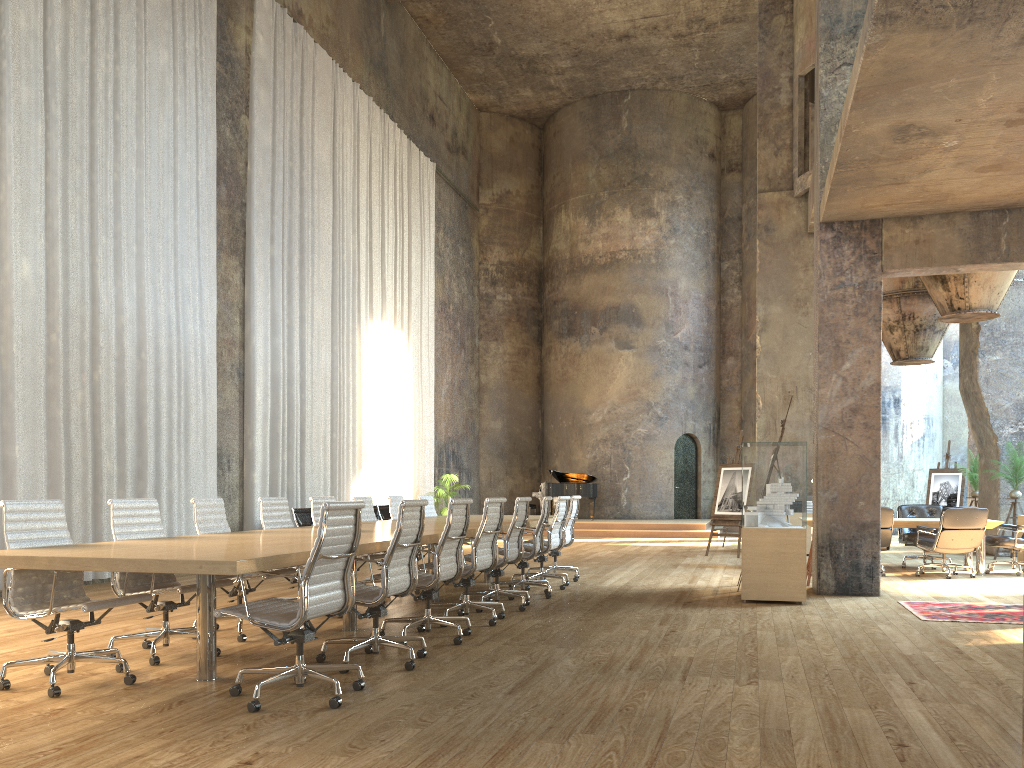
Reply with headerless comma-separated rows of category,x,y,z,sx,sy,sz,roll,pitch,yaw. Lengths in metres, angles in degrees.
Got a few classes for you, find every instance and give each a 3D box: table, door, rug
table,-0.989,1.652,7.859,1.601,0.756,7.751,-1,-7,15
table,5.166,2.179,11.890,2.411,0.699,1.109,-2,-5,15
door,4.607,2.469,23.498,0.903,2.293,0.091,0,1,-27
rug,4.766,2.000,7.612,2.463,0.009,1.352,-2,-7,15

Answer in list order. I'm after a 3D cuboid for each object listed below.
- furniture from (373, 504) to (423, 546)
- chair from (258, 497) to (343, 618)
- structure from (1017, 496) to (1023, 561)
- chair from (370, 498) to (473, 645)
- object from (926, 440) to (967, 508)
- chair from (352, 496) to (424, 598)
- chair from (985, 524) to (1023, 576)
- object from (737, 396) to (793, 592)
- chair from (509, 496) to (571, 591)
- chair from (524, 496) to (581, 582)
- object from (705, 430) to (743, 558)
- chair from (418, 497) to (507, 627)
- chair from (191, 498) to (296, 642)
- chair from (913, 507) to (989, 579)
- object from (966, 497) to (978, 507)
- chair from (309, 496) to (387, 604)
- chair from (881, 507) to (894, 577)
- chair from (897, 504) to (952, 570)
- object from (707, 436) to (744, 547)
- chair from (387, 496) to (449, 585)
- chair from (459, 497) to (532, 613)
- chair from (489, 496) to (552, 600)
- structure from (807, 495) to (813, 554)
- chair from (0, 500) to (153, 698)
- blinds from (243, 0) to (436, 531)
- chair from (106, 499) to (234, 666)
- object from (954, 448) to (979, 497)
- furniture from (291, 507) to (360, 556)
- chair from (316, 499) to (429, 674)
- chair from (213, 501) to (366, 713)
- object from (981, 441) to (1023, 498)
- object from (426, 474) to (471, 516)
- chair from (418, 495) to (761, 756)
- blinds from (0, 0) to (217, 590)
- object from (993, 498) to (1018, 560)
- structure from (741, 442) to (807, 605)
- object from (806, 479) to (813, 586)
furniture,-1.995,2.584,15.816,0.708,0.839,1.880,-1,-6,15
chair,-1.776,1.477,7.494,0.699,1.024,0.667,-1,-2,21
structure,7.899,2.141,12.831,0.735,1.013,0.745,0,-2,15
chair,-0.637,1.338,6.351,0.699,1.024,0.667,-1,-2,21
object,8.634,2.172,17.472,0.702,2.144,0.684,0,0,44
chair,-1.306,1.687,9.211,0.699,1.024,0.667,-1,-2,21
chair,6.602,2.038,11.492,0.821,0.891,0.732,0,-2,10
object,2.807,1.203,9.588,0.684,2.144,0.702,0,0,14
chair,0.304,1.759,9.795,0.699,1.024,0.667,-1,-2,24
chair,0.498,1.863,10.638,0.699,1.024,0.667,-1,-2,21
object,3.703,1.818,14.610,0.684,2.144,0.702,0,0,-43
chair,-0.402,1.444,7.219,0.699,1.024,0.667,-1,-2,24
chair,-2.012,1.366,6.591,0.699,1.024,0.667,0,-2,15
chair,5.475,1.987,11.088,0.729,0.891,0.824,0,-3,-11
object,8.618,2.586,16.288,0.658,0.971,0.572,0,-1,9
chair,-1.541,1.581,8.343,0.699,1.024,0.667,-1,-2,24
chair,4.492,2.016,11.326,0.729,0.891,0.824,0,-3,9
chair,5.862,2.159,12.487,0.730,0.891,0.824,-1,-3,16
object,4.101,2.045,16.460,0.684,2.144,0.702,0,0,41
chair,-1.065,1.795,10.097,0.699,1.024,0.667,-1,-2,19
chair,-0.166,1.548,8.068,0.699,1.024,0.667,-1,-2,21
chair,0.086,1.658,8.967,0.699,1.024,0.667,0,-2,15
structure,4.950,2.404,15.000,0.743,1.013,0.737,0,-2,15
chair,-2.439,1.162,4.923,0.699,1.024,0.667,-1,-2,21
blinds,-2.819,-1.265,16.774,0.275,8.628,7.855,0,-3,16
chair,-2.238,1.265,5.765,0.699,1.024,0.667,-1,-2,24
object,8.571,1.641,16.316,0.688,0.938,0.861,-1,-3,36
furniture,-2.626,2.302,13.512,0.708,0.839,1.880,-1,-6,15
chair,-0.877,1.229,5.465,0.699,1.024,0.667,-1,-2,19
chair,-1.130,1.117,4.550,0.699,1.024,0.667,-1,-2,21
object,7.901,1.351,13.948,0.859,0.938,0.690,-1,-2,18
object,-1.408,2.709,19.310,1.092,1.454,1.133,0,-2,6
chair,1.909,1.817,10.203,12.955,1.028,31.653,-2,-7,15
blinds,-5.104,-2.286,8.433,0.275,8.628,7.855,0,-3,16
object,8.030,2.286,13.843,0.659,0.971,0.571,1,-2,-38
structure,2.591,1.369,8.726,0.594,1.545,0.744,0,-1,15
object,3.696,1.682,10.178,0.571,1.295,0.659,0,-1,15
